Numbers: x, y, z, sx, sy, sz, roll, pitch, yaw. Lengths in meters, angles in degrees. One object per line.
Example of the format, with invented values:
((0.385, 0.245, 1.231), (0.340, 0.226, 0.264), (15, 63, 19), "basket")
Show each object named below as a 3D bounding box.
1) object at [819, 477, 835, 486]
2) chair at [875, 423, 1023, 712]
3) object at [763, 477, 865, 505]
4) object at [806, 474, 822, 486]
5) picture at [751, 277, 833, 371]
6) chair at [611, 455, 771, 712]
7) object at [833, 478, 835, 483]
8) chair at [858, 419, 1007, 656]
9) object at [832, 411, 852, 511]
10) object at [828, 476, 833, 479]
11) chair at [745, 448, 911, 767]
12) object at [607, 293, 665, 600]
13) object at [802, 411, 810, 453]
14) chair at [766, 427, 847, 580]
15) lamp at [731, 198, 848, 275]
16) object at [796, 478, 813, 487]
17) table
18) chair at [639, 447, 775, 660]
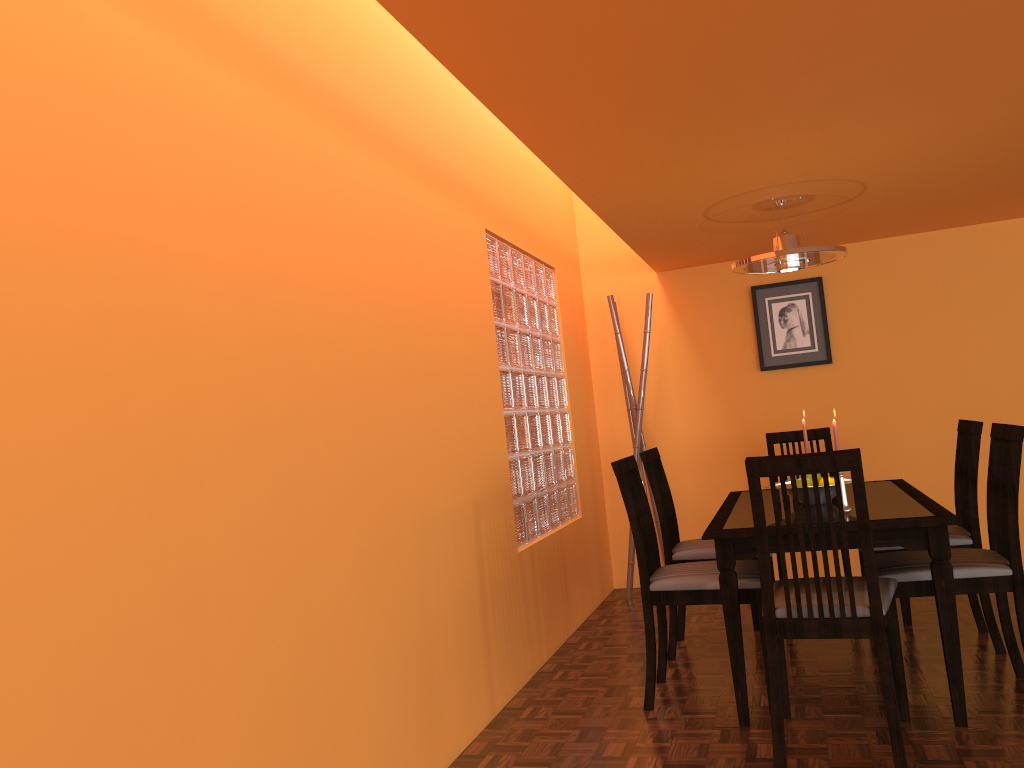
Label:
((1.055, 0.334, 2.974), (0.046, 0.046, 0.055), (-6, -3, 0), "object")
((1.342, 0.543, 2.718), (0.465, 0.809, 0.373), (-7, -3, 17), "chair")
((1.044, 0.375, 3.067), (0.337, 0.072, 0.337), (-5, -3, -17), "object")
((1.060, 0.342, 3.139), (0.069, 0.066, 0.069), (-7, -3, 27), "object")
((1.464, -0.312, 4.652), (0.361, 0.456, 0.014), (-7, -3, 17), "picture")
((0.615, 0.630, 2.944), (0.465, 0.809, 0.373), (-7, -3, 17), "chair")
((1.091, 0.344, 3.009), (0.055, 0.046, 0.046), (-5, -3, -20), "object")
((1.514, 0.554, 3.268), (0.465, 0.809, 0.373), (-7, -3, 17), "chair")
((1.031, 0.235, 2.800), (0.044, 0.326, 0.044), (-6, -3, 6), "object")
((1.102, 0.347, 3.070), (0.055, 0.070, 0.066), (-6, -3, -2), "object")
((0.849, 0.578, 2.409), (0.373, 0.809, 0.465), (-7, -3, 22), "chair")
((0.673, 0.322, 4.623), (0.308, 1.589, 0.226), (-8, -4, 39), "object")
((1.113, 0.255, 3.342), (0.044, 0.326, 0.044), (-6, -3, 6), "object")
((1.292, 0.605, 3.803), (0.373, 0.809, 0.465), (-6, -3, 12), "chair")
((1.066, -0.578, 3.457), (0.435, 0.274, 0.435), (-8, -4, 39), "lamp")
((1.006, 0.363, 3.051), (0.089, 0.076, 0.087), (-7, -3, 23), "object")
((1.102, 0.700, 3.085), (0.697, 0.584, 1.259), (-7, -3, 17), "table")
((0.787, 0.641, 3.495), (0.465, 0.809, 0.373), (-7, -3, 17), "chair")
